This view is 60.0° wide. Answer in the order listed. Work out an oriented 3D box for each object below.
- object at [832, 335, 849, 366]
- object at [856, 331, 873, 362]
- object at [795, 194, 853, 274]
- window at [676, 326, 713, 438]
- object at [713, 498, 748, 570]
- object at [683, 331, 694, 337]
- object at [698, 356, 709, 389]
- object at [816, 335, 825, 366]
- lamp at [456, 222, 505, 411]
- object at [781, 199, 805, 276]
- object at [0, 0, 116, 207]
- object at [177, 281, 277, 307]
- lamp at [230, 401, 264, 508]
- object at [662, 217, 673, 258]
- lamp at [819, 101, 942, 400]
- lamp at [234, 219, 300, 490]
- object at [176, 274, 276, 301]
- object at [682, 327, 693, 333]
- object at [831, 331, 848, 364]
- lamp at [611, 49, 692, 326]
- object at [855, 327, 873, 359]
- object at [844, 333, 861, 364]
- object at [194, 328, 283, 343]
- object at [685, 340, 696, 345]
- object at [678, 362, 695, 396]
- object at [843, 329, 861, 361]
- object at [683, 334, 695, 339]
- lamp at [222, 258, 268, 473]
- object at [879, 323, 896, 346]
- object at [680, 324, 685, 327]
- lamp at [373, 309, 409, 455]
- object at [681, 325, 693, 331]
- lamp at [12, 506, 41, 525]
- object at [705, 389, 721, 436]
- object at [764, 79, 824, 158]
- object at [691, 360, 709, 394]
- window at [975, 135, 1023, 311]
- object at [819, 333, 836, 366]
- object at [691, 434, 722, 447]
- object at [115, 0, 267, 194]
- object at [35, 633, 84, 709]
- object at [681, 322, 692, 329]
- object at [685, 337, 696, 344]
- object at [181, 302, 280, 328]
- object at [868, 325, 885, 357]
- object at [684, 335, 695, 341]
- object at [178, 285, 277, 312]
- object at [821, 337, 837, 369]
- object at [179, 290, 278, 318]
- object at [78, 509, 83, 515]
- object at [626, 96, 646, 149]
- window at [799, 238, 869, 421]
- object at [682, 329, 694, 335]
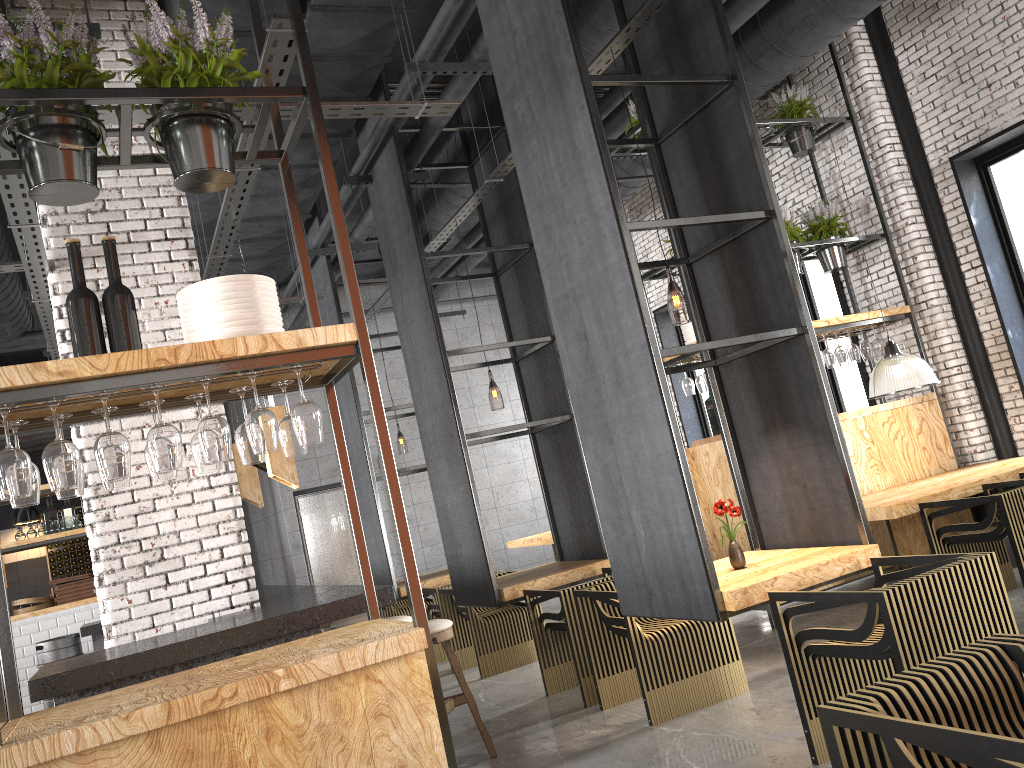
[{"bbox_3d":[2.945,-0.296,7.946,0.101,0.268,0.100,-14,-8,5],"label":"object"},{"bbox_3d":[3.208,-0.341,8.072,0.101,0.268,0.100,-14,-8,5],"label":"object"},{"bbox_3d":[2.846,-1.291,8.000,0.416,0.560,0.466,-12,-8,-6],"label":"object"},{"bbox_3d":[2.561,0.232,11.482,0.365,2.706,0.745,-9,-9,-25],"label":"window"},{"bbox_3d":[1.136,0.762,4.550,0.156,0.356,0.171,-16,-9,22],"label":"object"},{"bbox_3d":[1.560,-0.419,7.223,0.334,0.039,0.335,-17,-8,31],"label":"object"},{"bbox_3d":[1.533,-0.096,6.960,0.101,0.268,0.101,-14,-8,11],"label":"object"},{"bbox_3d":[2.556,-0.269,7.450,0.101,0.268,0.101,-14,-8,11],"label":"object"},{"bbox_3d":[-0.285,-0.573,7.084,0.108,1.603,0.108,-16,-9,21],"label":"lamp"},{"bbox_3d":[2.382,-1.207,7.824,0.415,0.560,0.467,-16,-8,21],"label":"object"},{"bbox_3d":[-1.564,-0.904,3.015,0.468,0.560,0.415,-11,-8,-17],"label":"object"},{"bbox_3d":[-0.986,-0.291,3.082,0.333,0.039,0.335,-19,-9,39],"label":"object"},{"bbox_3d":[-1.881,0.081,5.966,0.127,1.551,0.127,-9,-9,-25],"label":"lamp"},{"bbox_3d":[1.522,-1.068,7.363,0.466,0.560,0.416,-17,-9,29],"label":"object"},{"bbox_3d":[2.722,-1.106,6.926,0.536,2.412,0.535,-14,-8,11],"label":"lamp"},{"bbox_3d":[-1.370,-0.182,4.804,0.127,1.551,0.127,-9,-9,-25],"label":"lamp"},{"bbox_3d":[-0.990,-0.309,3.085,0.333,0.039,0.335,-18,-9,38],"label":"object"},{"bbox_3d":[1.552,-0.453,7.227,0.335,0.039,0.333,-11,-7,-18],"label":"object"},{"bbox_3d":[2.794,-0.310,7.564,0.101,0.268,0.101,-14,-8,11],"label":"object"},{"bbox_3d":[0.723,-1.093,4.793,0.108,1.603,0.108,-19,-10,36],"label":"lamp"},{"bbox_3d":[3.057,-0.354,7.691,0.101,0.268,0.100,-14,-8,5],"label":"object"},{"bbox_3d":[3.076,-0.318,8.009,0.101,0.268,0.100,-14,-8,5],"label":"object"},{"bbox_3d":[-0.948,-0.125,3.059,0.335,0.046,0.333,-6,-10,-44],"label":"object"},{"bbox_3d":[1.578,-0.344,7.211,0.334,0.033,0.334,-15,-7,13],"label":"object"},{"bbox_3d":[1.421,-0.038,7.215,0.101,0.268,0.101,-14,-8,11],"label":"object"},{"bbox_3d":[2.925,-0.332,7.628,0.101,0.268,0.100,-14,-8,5],"label":"object"},{"bbox_3d":[1.564,-0.401,7.219,0.334,0.040,0.334,-17,-8,28],"label":"object"},{"bbox_3d":[-1.643,-0.124,5.396,0.127,1.399,0.127,-9,-9,-25],"label":"lamp"},{"bbox_3d":[3.320,-0.399,7.817,0.101,0.268,0.100,-14,-8,5],"label":"object"},{"bbox_3d":[1.539,-0.510,7.236,0.333,0.044,0.335,-18,-9,35],"label":"object"},{"bbox_3d":[-1.313,-0.043,9.419,0.108,1.603,0.108,-14,-8,6],"label":"lamp"},{"bbox_3d":[1.548,-0.473,7.229,0.335,0.043,0.333,-7,-9,-42],"label":"object"},{"bbox_3d":[-7.327,1.610,13.272,0.391,0.940,0.389,-10,-9,-23],"label":"lamp"},{"bbox_3d":[1.617,0.157,7.032,0.106,0.555,0.156,-9,-9,-26],"label":"object"},{"bbox_3d":[2.618,-2.380,8.145,0.417,0.560,0.465,-11,-8,-15],"label":"object"},{"bbox_3d":[1.544,-0.059,7.275,0.101,0.268,0.101,-14,-8,11],"label":"object"},{"bbox_3d":[4.440,-0.736,7.214,0.365,2.706,0.745,-9,-9,-25],"label":"window"},{"bbox_3d":[2.671,-0.289,7.505,0.101,0.268,0.101,-14,-8,11],"label":"object"},{"bbox_3d":[1.731,0.425,7.146,0.412,0.050,0.410,-9,-8,-26],"label":"object"},{"bbox_3d":[-1.137,-0.983,3.164,0.468,0.560,0.415,-8,-9,-31],"label":"object"},{"bbox_3d":[-4.103,2.856,8.154,0.399,1.038,0.397,-14,-8,10],"label":"object"},{"bbox_3d":[1.543,-0.491,7.233,0.333,0.041,0.335,-18,-8,34],"label":"object"},{"bbox_3d":[1.573,-0.363,7.215,0.335,0.046,0.333,-6,-10,-44],"label":"object"},{"bbox_3d":[-0.969,-0.215,3.071,0.335,0.039,0.333,-11,-7,-18],"label":"object"},{"bbox_3d":[3.189,-0.376,7.754,0.101,0.268,0.100,-14,-8,5],"label":"object"},{"bbox_3d":[1.570,-0.382,7.217,0.334,0.037,0.335,-17,-8,31],"label":"object"},{"bbox_3d":[-0.982,-0.272,3.080,0.333,0.044,0.335,-18,-9,35],"label":"object"},{"bbox_3d":[2.813,-0.274,7.883,0.101,0.268,0.100,-14,-8,5],"label":"object"},{"bbox_3d":[-0.978,-0.253,3.077,0.333,0.041,0.335,-18,-8,34],"label":"object"},{"bbox_3d":[-6.582,1.953,13.534,0.079,0.079,0.282,-9,-8,-25],"label":"object"},{"bbox_3d":[1.249,-2.140,7.555,0.415,0.560,0.467,-19,-10,38],"label":"object"},{"bbox_3d":[3.505,-0.254,9.339,0.365,2.706,0.745,-9,-9,-25],"label":"window"},{"bbox_3d":[1.556,-0.439,7.224,0.335,0.040,0.333,-13,-7,-3],"label":"object"}]
